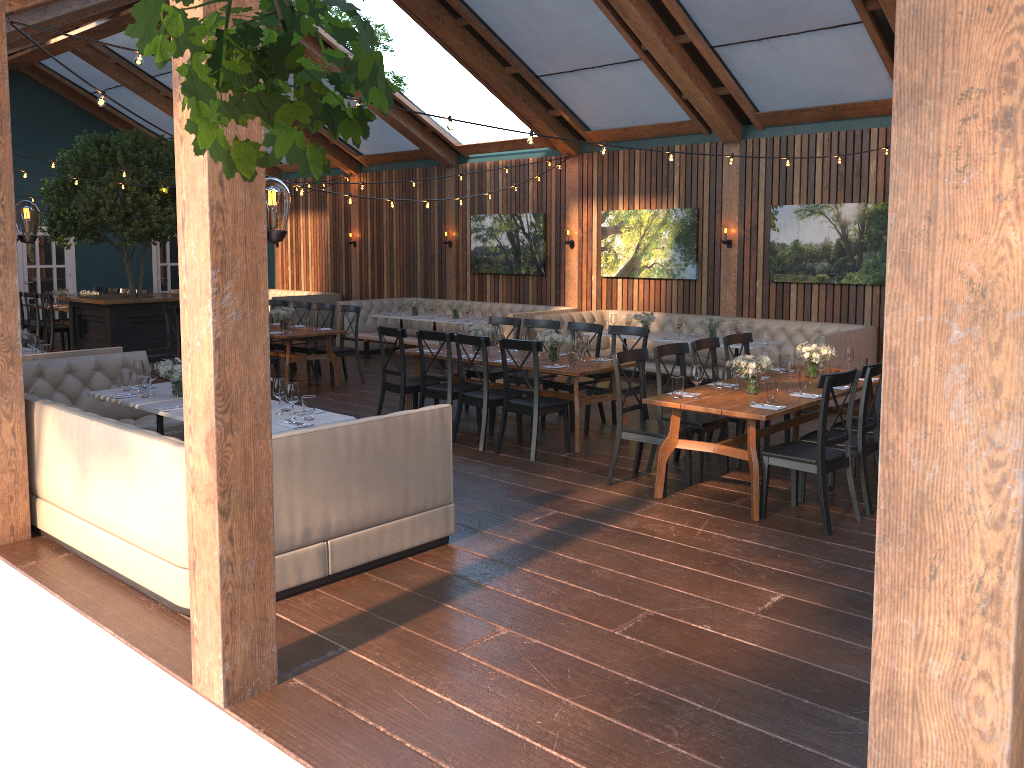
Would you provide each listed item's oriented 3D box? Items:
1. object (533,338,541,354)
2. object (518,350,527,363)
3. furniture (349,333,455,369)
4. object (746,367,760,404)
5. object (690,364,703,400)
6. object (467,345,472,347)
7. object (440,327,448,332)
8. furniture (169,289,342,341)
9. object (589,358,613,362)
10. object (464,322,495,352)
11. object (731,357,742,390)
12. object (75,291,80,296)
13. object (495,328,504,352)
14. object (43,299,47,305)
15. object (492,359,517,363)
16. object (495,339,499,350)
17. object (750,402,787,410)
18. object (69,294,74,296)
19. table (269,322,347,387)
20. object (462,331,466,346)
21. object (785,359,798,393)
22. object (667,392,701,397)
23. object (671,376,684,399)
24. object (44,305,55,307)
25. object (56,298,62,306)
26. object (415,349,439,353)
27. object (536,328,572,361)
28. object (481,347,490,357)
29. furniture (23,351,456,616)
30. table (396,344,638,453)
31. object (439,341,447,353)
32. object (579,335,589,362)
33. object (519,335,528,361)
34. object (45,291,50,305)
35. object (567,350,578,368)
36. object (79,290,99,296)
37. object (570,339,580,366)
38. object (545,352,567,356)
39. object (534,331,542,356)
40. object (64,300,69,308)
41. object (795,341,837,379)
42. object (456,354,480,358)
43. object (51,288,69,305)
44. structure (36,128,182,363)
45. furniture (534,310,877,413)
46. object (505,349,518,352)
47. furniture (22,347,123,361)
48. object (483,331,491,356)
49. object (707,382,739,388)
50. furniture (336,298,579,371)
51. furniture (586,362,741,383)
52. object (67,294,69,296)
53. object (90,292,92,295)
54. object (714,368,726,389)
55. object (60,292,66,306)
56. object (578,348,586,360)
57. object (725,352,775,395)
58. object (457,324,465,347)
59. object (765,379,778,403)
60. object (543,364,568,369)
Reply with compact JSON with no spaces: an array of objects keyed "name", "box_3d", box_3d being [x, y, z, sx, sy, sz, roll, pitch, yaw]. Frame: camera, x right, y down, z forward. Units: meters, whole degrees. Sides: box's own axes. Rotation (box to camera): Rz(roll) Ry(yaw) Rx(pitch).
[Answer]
[{"name":"object","box_3d":[0.261,-0.380,8.932,0.092,0.157,0.092,-2,7,-21]},{"name":"object","box_3d":[0.100,-0.283,8.314,0.092,0.157,0.092,-2,7,-21]},{"name":"furniture","box_3d":[-1.695,-0.525,13.741,2.336,0.396,0.314,8,10,42]},{"name":"object","box_3d":[1.683,0.009,6.186,0.092,0.243,0.093,-1,6,-5]},{"name":"object","box_3d":[1.322,-0.014,6.336,0.092,0.243,0.093,-1,6,-5]},{"name":"object","box_3d":[-0.394,-0.419,9.624,0.158,0.019,0.256,8,12,42]},{"name":"object","box_3d":[-0.706,-0.465,9.196,0.092,0.243,0.093,0,6,0]},{"name":"furniture","box_3d":[-5.407,-1.520,18.592,4.172,0.853,1.717,8,11,42]},{"name":"object","box_3d":[0.846,-0.233,8.444,0.158,0.019,0.256,8,12,42]},{"name":"object","box_3d":[-0.344,-0.490,9.150,0.329,0.307,0.338,-2,7,-13]},{"name":"object","box_3d":[1.720,-0.082,6.769,0.092,0.243,0.093,-1,6,-5]},{"name":"object","box_3d":[-7.982,-1.578,16.264,0.092,0.243,0.093,-1,6,-5]},{"name":"object","box_3d":[-0.131,-0.456,9.142,0.092,0.243,0.093,-1,6,-5]},{"name":"object","box_3d":[-8.561,-1.526,16.204,0.092,0.157,0.092,-2,7,-21]},{"name":"object","box_3d":[-0.051,-0.225,8.391,0.158,0.019,0.256,8,12,42]},{"name":"object","box_3d":[-0.132,-0.433,9.267,0.092,0.157,0.092,-2,7,-21]},{"name":"object","box_3d":[1.727,0.146,6.035,0.256,0.019,0.158,8,12,42]},{"name":"object","box_3d":[-7.719,-1.462,15.524,0.092,0.243,0.093,0,6,0]},{"name":"table","box_3d":[-3.337,-0.397,11.872,2.439,0.725,0.954,8,11,42]},{"name":"object","box_3d":[-0.545,-0.499,9.688,0.092,0.157,0.092,-1,6,-11]},{"name":"object","box_3d":[2.090,-0.060,6.628,0.092,0.243,0.093,-1,6,-5]},{"name":"object","box_3d":[1.286,0.072,6.507,0.256,0.019,0.158,8,12,42]},{"name":"object","box_3d":[1.189,0.026,6.356,0.092,0.157,0.092,-2,7,-21]},{"name":"object","box_3d":[-8.282,-1.408,15.900,0.158,0.019,0.256,8,12,42]},{"name":"object","box_3d":[-8.115,-1.470,15.846,0.092,0.157,0.092,-2,7,-21]},{"name":"object","box_3d":[-0.862,-0.347,9.164,0.158,0.019,0.256,8,12,42]},{"name":"object","box_3d":[0.399,-0.373,8.407,0.336,0.307,0.331,1,7,9]},{"name":"object","box_3d":[-0.262,-0.341,8.694,0.092,0.157,0.092,-2,7,-21]},{"name":"furniture","box_3d":[-2.452,0.430,6.199,4.172,0.853,1.717,8,11,42]},{"name":"table","box_3d":[-0.004,0.080,8.843,2.439,0.725,0.954,8,11,42]},{"name":"object","box_3d":[-0.704,-0.403,9.080,0.092,0.157,0.092,0,6,-1]},{"name":"object","box_3d":[0.684,-0.338,8.392,0.092,0.243,0.093,-1,6,-5]},{"name":"object","box_3d":[0.111,-0.342,8.419,0.092,0.243,0.093,-1,6,-5]},{"name":"object","box_3d":[-8.550,-1.585,16.309,0.092,0.243,0.093,-1,6,-5]},{"name":"object","box_3d":[0.541,-0.224,7.939,0.092,0.157,0.092,-2,7,-21]},{"name":"object","box_3d":[-7.477,-1.513,15.641,0.329,0.307,0.338,-5,9,-32]},{"name":"object","box_3d":[0.570,-0.285,8.057,0.092,0.243,0.093,-1,6,-5]},{"name":"object","box_3d":[0.433,-0.300,8.868,0.158,0.019,0.256,8,12,42]},{"name":"object","box_3d":[0.261,-0.404,8.810,0.092,0.243,0.093,-1,6,-5]},{"name":"object","box_3d":[-7.753,-1.404,15.429,0.092,0.157,0.092,-1,6,-11]},{"name":"object","box_3d":[2.500,-0.202,7.325,0.329,0.307,0.338,1,7,8]},{"name":"object","box_3d":[-0.412,-0.283,8.771,0.158,0.019,0.256,8,12,42]},{"name":"object","box_3d":[-8.285,-1.614,16.284,0.337,0.307,0.330,6,9,40]},{"name":"structure","box_3d":[-6.070,-2.259,14.237,2.722,3.673,2.863,-5,8,-39]},{"name":"furniture","box_3d":[2.396,-0.403,11.501,4.172,0.853,1.717,8,11,42]},{"name":"object","box_3d":[0.032,-0.354,9.209,0.158,0.019,0.256,8,12,42]},{"name":"furniture","box_3d":[-5.801,-0.050,9.243,4.172,0.853,1.717,8,11,42]},{"name":"object","box_3d":[-0.251,-0.400,8.799,0.092,0.243,0.093,-1,6,-5]},{"name":"object","box_3d":[1.678,0.004,6.942,0.256,0.019,0.158,8,12,42]},{"name":"furniture","box_3d":[-0.945,-0.881,14.537,4.172,0.853,1.717,8,11,42]},{"name":"furniture","box_3d":[1.644,-0.047,10.707,2.336,0.396,0.314,8,10,42]},{"name":"object","box_3d":[-8.404,-1.619,16.798,0.092,0.157,0.092,-2,7,-21]},{"name":"object","box_3d":[-7.580,-1.525,15.928,0.092,0.243,0.093,0,6,0]},{"name":"object","box_3d":[1.591,-0.041,6.780,0.092,0.157,0.092,-2,7,-21]},{"name":"object","box_3d":[-8.093,-1.530,15.960,0.092,0.243,0.093,-1,6,-5]},{"name":"object","box_3d":[0.673,-0.312,8.503,0.092,0.157,0.092,-2,7,-21]},{"name":"object","box_3d":[1.776,-0.083,6.564,0.336,0.307,0.331,-2,7,-15]},{"name":"object","box_3d":[-0.551,-0.521,9.554,0.092,0.243,0.093,0,6,0]},{"name":"object","box_3d":[1.813,0.052,6.188,0.092,0.157,0.092,-2,7,-21]},{"name":"object","box_3d":[0.405,-0.166,8.018,0.158,0.019,0.256,8,12,42]}]
